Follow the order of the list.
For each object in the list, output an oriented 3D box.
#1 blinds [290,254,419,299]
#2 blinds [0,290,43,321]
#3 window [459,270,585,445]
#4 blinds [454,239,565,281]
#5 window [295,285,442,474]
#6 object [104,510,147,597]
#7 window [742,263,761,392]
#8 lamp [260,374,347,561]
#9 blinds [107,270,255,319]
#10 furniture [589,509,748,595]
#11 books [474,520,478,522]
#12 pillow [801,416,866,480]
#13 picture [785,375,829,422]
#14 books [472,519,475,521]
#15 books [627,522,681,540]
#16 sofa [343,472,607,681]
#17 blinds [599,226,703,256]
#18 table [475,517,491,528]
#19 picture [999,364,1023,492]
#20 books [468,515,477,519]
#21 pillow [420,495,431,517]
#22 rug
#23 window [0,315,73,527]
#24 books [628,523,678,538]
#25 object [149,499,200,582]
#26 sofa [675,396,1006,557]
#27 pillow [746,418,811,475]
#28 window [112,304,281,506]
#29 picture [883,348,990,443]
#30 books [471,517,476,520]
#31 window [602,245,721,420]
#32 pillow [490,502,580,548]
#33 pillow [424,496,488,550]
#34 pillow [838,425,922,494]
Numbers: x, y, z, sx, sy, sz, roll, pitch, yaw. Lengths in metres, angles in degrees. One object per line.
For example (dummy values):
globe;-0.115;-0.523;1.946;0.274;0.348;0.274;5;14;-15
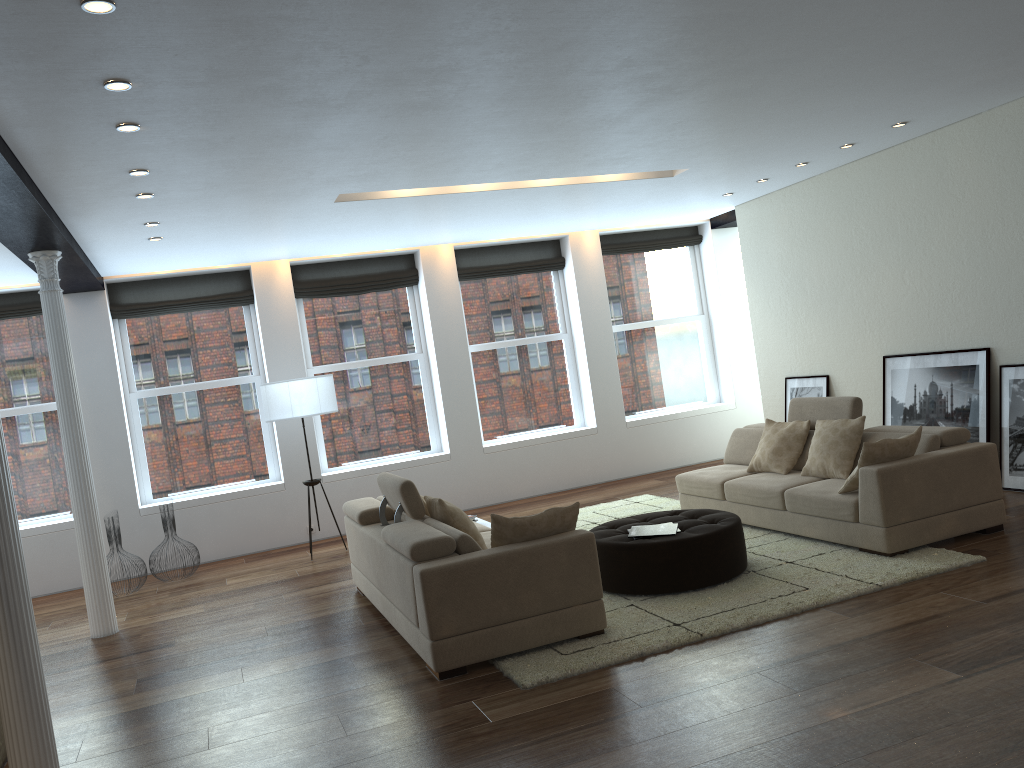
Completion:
blinds;-1.774;-1.212;9.996;1.439;0.424;0.156;-9;1;-20
blinds;-5.183;-0.752;8.773;1.396;0.275;0.156;-9;1;-20
window;0.066;-0.478;10.693;1.443;2.400;0.123;-9;1;-20
blinds;-0.060;-1.484;10.612;1.442;0.393;0.156;-9;1;-20
window;-1.650;-0.213;10.076;1.442;2.400;0.123;-9;1;-20
object;-3.619;1.544;8.120;0.458;0.781;0.458;-9;1;-20
window;3.577;-1.021;11.954;1.373;2.400;0.123;-9;1;-20
lamp;-1.964;0.809;8.619;0.698;1.728;0.698;-8;1;4
blinds;-3.482;-0.954;9.366;1.431;0.395;0.183;-9;1;-20
furniture;1.024;1.106;5.955;1.057;0.355;1.057;-9;1;-18
books;-0.487;1.256;7.992;0.300;0.010;0.220;-8;1;30
pillow;2.411;0.475;6.676;0.301;0.439;0.534;-9;1;-23
picture;3.129;0.418;9.440;0.195;0.988;0.700;-9;1;-20
books;-0.489;1.237;7.992;0.300;0.010;0.220;-8;1;-5
books;0.914;0.948;5.717;0.300;0.031;0.219;-8;1;-5
sofa;-0.413;1.036;5.927;1.021;0.950;2.581;-9;1;-20
blinds;1.705;-1.811;11.248;1.563;0.275;0.156;-9;1;-20
table;-0.659;1.401;8.002;0.900;0.170;0.900;-9;1;-20
picture;4.054;0.340;6.825;0.195;0.988;0.700;-9;1;-20
books;-0.492;1.218;7.991;0.300;0.010;0.220;-8;1;20
pillow;-0.554;0.929;6.273;0.368;0.416;0.519;-9;1;-15
rug;0.735;1.319;6.782;2.972;0.020;4.231;-9;1;-20
window;-5.047;0.313;8.856;1.391;2.400;0.123;-9;1;-20
books;0.907;0.942;5.692;0.301;0.040;0.220;-8;1;15
object;-3.257;1.483;8.480;0.458;0.781;0.458;-9;1;-20
sofa;2.332;0.612;6.913;1.021;0.950;2.581;-9;1;-20
pillow;2.192;0.505;7.260;0.368;0.416;0.519;-9;1;-24
window;-3.360;0.052;9.462;1.432;2.400;0.123;-9;1;-20
picture;3.690;0.297;7.780;0.225;1.140;1.183;-9;1;-20
books;-0.497;1.229;7.967;0.300;0.010;0.220;-8;1;15
window;1.837;-0.752;11.329;1.563;2.400;0.123;-9;1;-20
pillow;0.120;0.869;5.044;0.518;0.393;0.395;-9;1;-16
pillow;-0.359;0.903;5.680;0.301;0.439;0.534;-9;1;-16
pillow;2.446;0.509;5.880;0.518;0.393;0.395;-9;1;-23
